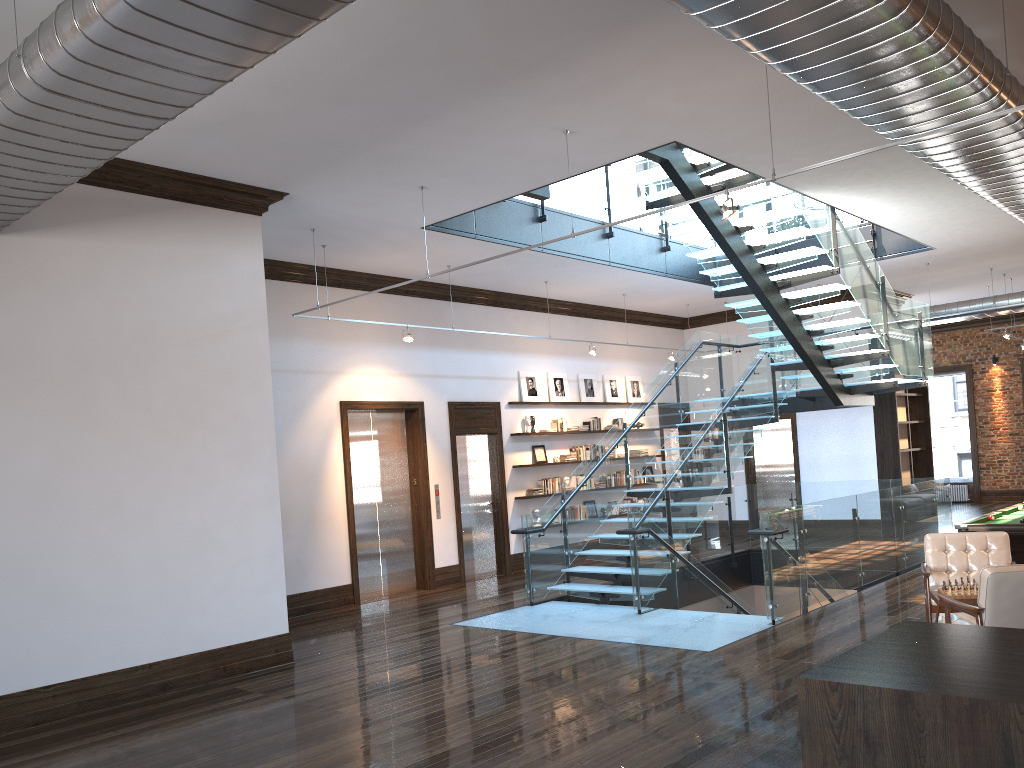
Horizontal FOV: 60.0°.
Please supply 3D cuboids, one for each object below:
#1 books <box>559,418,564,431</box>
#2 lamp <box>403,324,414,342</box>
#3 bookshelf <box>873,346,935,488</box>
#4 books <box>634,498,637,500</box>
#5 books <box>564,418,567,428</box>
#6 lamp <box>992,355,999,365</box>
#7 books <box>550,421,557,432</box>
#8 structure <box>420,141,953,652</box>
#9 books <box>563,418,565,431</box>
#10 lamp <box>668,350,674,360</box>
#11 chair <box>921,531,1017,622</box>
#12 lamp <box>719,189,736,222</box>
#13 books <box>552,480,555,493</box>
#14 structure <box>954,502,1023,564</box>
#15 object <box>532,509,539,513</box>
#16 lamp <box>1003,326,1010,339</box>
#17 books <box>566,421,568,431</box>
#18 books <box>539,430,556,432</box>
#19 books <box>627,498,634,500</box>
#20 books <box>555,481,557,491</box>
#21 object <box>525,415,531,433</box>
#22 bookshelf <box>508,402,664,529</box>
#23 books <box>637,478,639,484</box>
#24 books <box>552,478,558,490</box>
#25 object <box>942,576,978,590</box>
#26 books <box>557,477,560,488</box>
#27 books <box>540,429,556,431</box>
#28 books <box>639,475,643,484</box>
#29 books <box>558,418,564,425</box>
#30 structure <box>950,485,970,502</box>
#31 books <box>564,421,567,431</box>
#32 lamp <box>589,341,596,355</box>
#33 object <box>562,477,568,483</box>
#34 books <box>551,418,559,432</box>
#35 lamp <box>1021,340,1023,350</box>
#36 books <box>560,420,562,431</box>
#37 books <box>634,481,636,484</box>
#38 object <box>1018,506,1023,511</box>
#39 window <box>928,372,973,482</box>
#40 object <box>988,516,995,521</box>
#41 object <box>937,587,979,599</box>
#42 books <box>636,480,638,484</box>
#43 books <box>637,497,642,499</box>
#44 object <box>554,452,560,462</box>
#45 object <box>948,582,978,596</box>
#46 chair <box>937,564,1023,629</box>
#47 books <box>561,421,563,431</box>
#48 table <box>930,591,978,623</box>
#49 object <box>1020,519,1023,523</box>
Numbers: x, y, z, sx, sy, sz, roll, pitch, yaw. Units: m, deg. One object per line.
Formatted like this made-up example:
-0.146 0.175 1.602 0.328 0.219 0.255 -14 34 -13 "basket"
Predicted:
0.794 0.690 14.824 0.165 0.216 0.012 -6 -1 42 "books"
-1.311 -0.636 11.168 0.114 0.230 0.113 -4 -1 21 "lamp"
7.137 0.923 16.138 0.402 3.512 1.779 -4 -1 42 "bookshelf"
2.247 2.225 16.336 0.125 0.249 0.013 -5 -1 42 "books"
0.867 0.688 14.950 0.119 0.232 0.014 -5 -1 42 "books"
11.422 -0.568 20.979 0.127 0.236 0.155 -5 -2 42 "lamp"
0.698 0.711 14.761 0.129 0.175 0.050 -6 -2 42 "books"
2.740 0.790 11.308 3.587 14.476 7.031 -4 -1 42 "structure"
0.835 0.688 14.906 0.112 0.228 0.024 -5 -1 42 "books"
2.813 -0.519 15.696 0.113 0.230 0.114 -4 -1 -2 "lamp"
3.893 1.714 7.504 0.770 0.864 0.741 -5 -2 22 "chair"
1.528 -1.262 6.270 0.114 0.230 0.114 -5 -1 31 "lamp"
0.646 1.698 14.612 0.150 0.210 0.035 -6 -1 42 "books"
5.908 1.738 9.279 1.559 0.850 2.952 -7 -6 42 "structure"
0.375 2.157 14.296 0.165 0.282 0.171 -4 -1 11 "object"
8.859 -0.914 15.899 0.113 0.230 0.114 -3 -1 -27 "lamp"
0.880 0.713 14.956 0.129 0.181 0.012 -6 -1 42 "books"
0.591 0.779 14.628 0.141 0.011 0.286 -8 -6 39 "books"
2.179 2.223 16.273 0.141 0.251 0.012 -5 -1 42 "books"
0.686 1.706 14.660 0.128 0.197 0.030 -5 -1 42 "books"
0.255 0.649 14.287 0.098 0.288 0.098 -4 -1 -5 "object"
1.452 1.341 15.503 0.201 2.052 4.070 -4 -3 42 "bookshelf"
2.264 1.761 16.354 0.169 0.169 0.017 -6 -2 42 "books"
0.701 1.679 14.685 0.131 0.252 0.027 -5 -1 42 "books"
3.537 1.550 6.917 0.335 0.101 0.075 -5 -2 17 "object"
0.744 1.681 14.733 0.141 0.251 0.012 -5 -1 42 "books"
0.588 0.758 14.630 0.142 0.011 0.255 -8 -7 40 "books"
2.342 1.757 16.450 0.156 0.185 0.051 -6 -2 42 "books"
0.811 0.686 14.866 0.133 0.228 0.025 -5 -1 42 "books"
10.668 2.720 22.018 1.307 0.394 0.215 -8 -4 42 "structure"
0.858 0.714 14.926 0.132 0.178 0.035 -6 -1 42 "books"
1.263 -0.563 13.993 0.114 0.230 0.114 -4 -1 -4 "lamp"
0.914 1.642 14.915 0.127 0.187 0.148 -3 -2 -32 "object"
0.724 0.685 14.779 0.143 0.228 0.014 -5 -1 42 "books"
10.576 -0.820 18.306 0.113 0.230 0.114 -4 -1 -7 "lamp"
0.755 0.699 14.793 0.164 0.198 0.029 -6 -1 42 "books"
2.191 1.719 16.300 0.169 0.254 0.035 -5 -1 42 "books"
5.816 1.421 10.132 0.057 0.057 0.057 -6 -3 41 "object"
10.747 1.132 22.230 1.526 2.749 0.154 -5 -1 42 "window"
4.993 1.398 9.235 0.057 0.057 0.057 -4 -3 -1 "object"
3.503 1.604 6.793 0.389 0.028 0.389 -5 -5 17 "object"
2.232 1.722 16.323 0.170 0.246 0.013 -5 -1 42 "books"
2.398 2.229 16.509 0.123 0.252 0.013 -5 -1 42 "books"
0.761 1.214 14.810 0.121 0.187 0.059 -4 -1 -12 "object"
3.460 1.534 6.670 0.335 0.101 0.075 -5 -2 17 "object"
3.406 1.616 6.019 0.768 0.864 0.743 -4 -2 2 "chair"
0.774 0.710 14.815 0.158 0.177 0.029 -6 -2 42 "books"
3.512 1.860 6.790 0.517 0.494 0.463 -5 -3 17 "table"
5.007 1.349 8.686 0.057 0.057 0.057 -2 -4 -43 "object"
